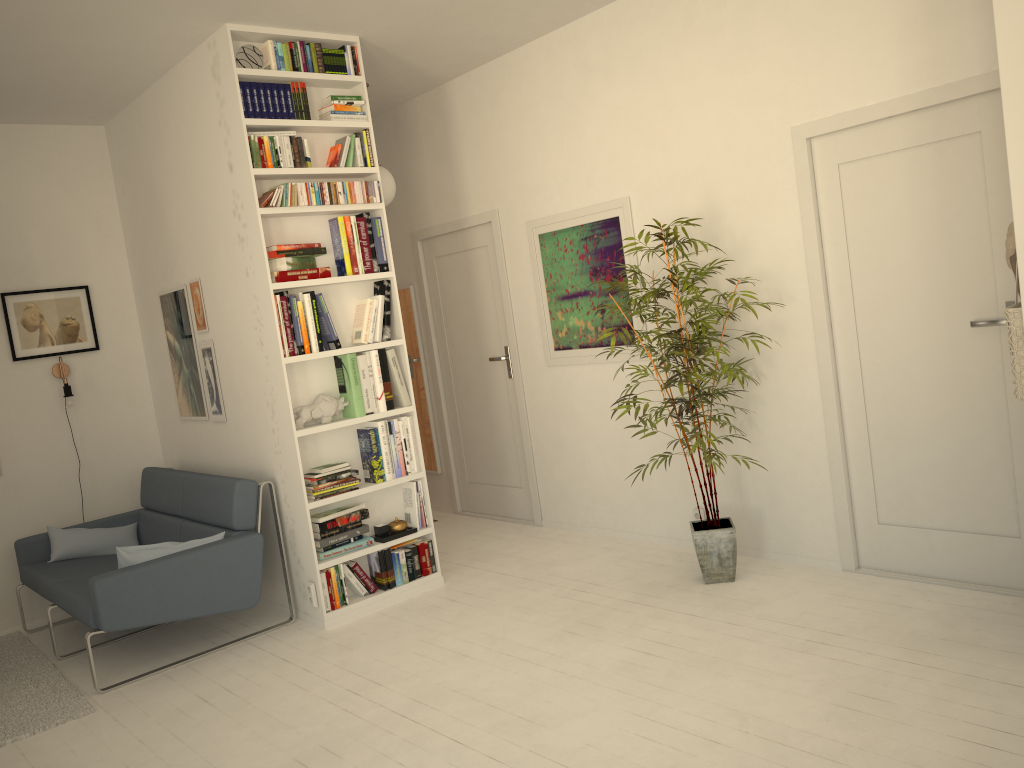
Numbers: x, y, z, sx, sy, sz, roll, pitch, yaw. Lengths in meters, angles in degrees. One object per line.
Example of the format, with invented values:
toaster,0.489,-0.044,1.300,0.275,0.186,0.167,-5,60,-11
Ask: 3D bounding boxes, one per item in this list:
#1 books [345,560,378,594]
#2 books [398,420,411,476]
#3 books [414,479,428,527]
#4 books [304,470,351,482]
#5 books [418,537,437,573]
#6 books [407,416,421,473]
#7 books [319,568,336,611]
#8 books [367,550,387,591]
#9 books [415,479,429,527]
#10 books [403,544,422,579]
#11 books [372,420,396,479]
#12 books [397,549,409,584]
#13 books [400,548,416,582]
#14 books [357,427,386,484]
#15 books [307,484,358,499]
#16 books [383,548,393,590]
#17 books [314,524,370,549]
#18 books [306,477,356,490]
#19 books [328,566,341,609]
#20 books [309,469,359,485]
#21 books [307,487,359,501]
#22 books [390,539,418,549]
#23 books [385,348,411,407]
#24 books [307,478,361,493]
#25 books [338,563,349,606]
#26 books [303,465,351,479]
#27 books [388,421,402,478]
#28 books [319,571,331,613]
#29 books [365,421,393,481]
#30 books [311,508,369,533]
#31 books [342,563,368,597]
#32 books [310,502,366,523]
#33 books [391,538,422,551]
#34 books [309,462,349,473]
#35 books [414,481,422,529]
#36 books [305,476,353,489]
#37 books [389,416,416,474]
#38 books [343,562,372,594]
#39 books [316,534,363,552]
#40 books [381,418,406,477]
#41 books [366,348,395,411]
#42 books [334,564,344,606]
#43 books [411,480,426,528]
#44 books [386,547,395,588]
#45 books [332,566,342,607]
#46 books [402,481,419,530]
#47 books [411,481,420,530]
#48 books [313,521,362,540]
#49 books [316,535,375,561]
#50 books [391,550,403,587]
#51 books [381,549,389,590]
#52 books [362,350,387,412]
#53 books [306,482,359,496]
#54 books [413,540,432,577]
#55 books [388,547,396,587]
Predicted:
books,-0.790,0.990,4.564,0.131,0.188,0.136,-12,6,-40
books,-0.626,0.339,4.732,0.022,0.291,0.208,-12,6,-40
books,-0.526,0.642,4.801,0.007,0.257,0.181,-12,6,-40
books,-0.946,0.456,4.454,0.222,0.010,0.169,-12,6,-37
books,-0.501,0.928,4.841,0.032,0.176,0.230,-12,6,-40
books,-0.590,0.323,4.789,0.039,0.302,0.229,-12,6,-40
books,-0.948,1.017,4.432,0.026,0.206,0.187,-12,6,-40
books,-0.724,0.960,4.622,0.015,0.214,0.202,-12,6,-40
books,-0.514,0.641,4.800,0.011,0.256,0.139,-12,6,-40
books,-0.575,0.948,4.781,0.050,0.170,0.221,-12,6,-40
books,-0.706,0.344,4.694,0.027,0.310,0.228,-12,6,-40
books,-0.633,0.959,4.712,0.032,0.176,0.222,-12,6,-40
books,-0.602,0.959,4.738,0.048,0.163,0.209,-12,6,-40
books,-0.755,0.370,4.634,0.058,0.283,0.200,-12,6,-40
books,-0.923,0.536,4.455,0.247,0.014,0.173,-13,7,-41
books,-0.698,0.955,4.638,0.015,0.214,0.202,-12,6,-40
books,-0.892,0.766,4.493,0.165,0.039,0.297,-3,7,45
books,-0.926,0.499,4.474,0.250,0.008,0.135,-13,7,-43
books,-0.928,1.010,4.444,0.020,0.210,0.184,-12,6,-40
books,-0.916,0.467,4.488,0.236,0.025,0.163,-12,6,-33
books,-0.919,0.547,4.462,0.247,0.009,0.170,-12,6,-37
books,-0.598,0.847,4.714,0.165,0.006,0.103,-12,7,-40
books,-0.663,-0.029,4.735,0.099,0.315,0.228,-12,6,-40
books,-0.922,0.507,4.502,0.255,0.014,0.197,-11,6,-30
books,-0.892,0.999,4.474,0.010,0.215,0.193,-12,6,-40
books,-0.944,0.440,4.468,0.212,0.017,0.165,-13,7,-42
books,-0.656,0.345,4.683,0.035,0.304,0.150,-12,6,-40
books,-0.975,1.027,4.414,0.039,0.199,0.185,-12,6,-40
books,-0.729,0.349,4.671,0.037,0.311,0.241,-12,6,-40
books,-0.895,0.686,4.496,0.285,0.047,0.185,-12,7,-40
books,-0.838,0.993,4.523,0.136,0.200,0.134,-12,6,-40
books,-0.906,0.649,4.507,0.162,0.024,0.297,-4,7,41
books,-0.599,0.854,4.737,0.193,0.011,0.130,-12,7,-40
books,-0.925,0.420,4.458,0.127,0.019,0.166,-3,7,43
books,-0.535,0.648,4.773,0.033,0.258,0.130,-12,6,-40
books,-0.928,0.491,4.449,0.120,0.012,0.238,-3,7,45
books,-0.598,0.327,4.743,0.037,0.307,0.161,-12,6,-40
books,-0.810,0.991,4.538,0.118,0.192,0.118,-12,6,-40
books,-0.903,0.799,4.503,0.168,0.024,0.242,-3,7,45
books,-0.654,0.336,4.727,0.025,0.305,0.213,-12,6,-40
books,-0.719,-0.022,4.679,0.056,0.327,0.202,-12,6,-40
books,-0.913,1.002,4.476,0.021,0.215,0.174,-12,6,-40
books,-0.539,0.644,4.806,0.008,0.256,0.184,-12,6,-40
books,-0.692,0.953,4.653,0.015,0.214,0.202,-12,6,-40
books,-0.925,1.009,4.464,0.012,0.206,0.193,-12,6,-40
books,-0.571,0.651,4.786,0.034,0.257,0.209,-12,6,-40
books,-0.565,0.650,4.794,0.030,0.256,0.198,-12,6,-40
books,-0.901,0.731,4.487,0.248,0.039,0.143,-13,7,-43
books,-0.880,0.829,4.521,0.297,0.038,0.204,-12,6,-35
books,-0.664,0.964,4.693,0.044,0.179,0.224,-12,6,-40
books,-0.718,0.958,4.638,0.015,0.214,0.202,-12,6,-40
books,-0.758,-0.011,4.652,0.037,0.324,0.240,-12,6,-40
books,-0.922,0.522,4.468,0.248,0.009,0.171,-12,6,-37
books,-0.523,0.934,4.799,0.056,0.180,0.202,-12,6,-40
books,-0.684,0.950,4.667,0.015,0.214,0.202,-12,6,-40
